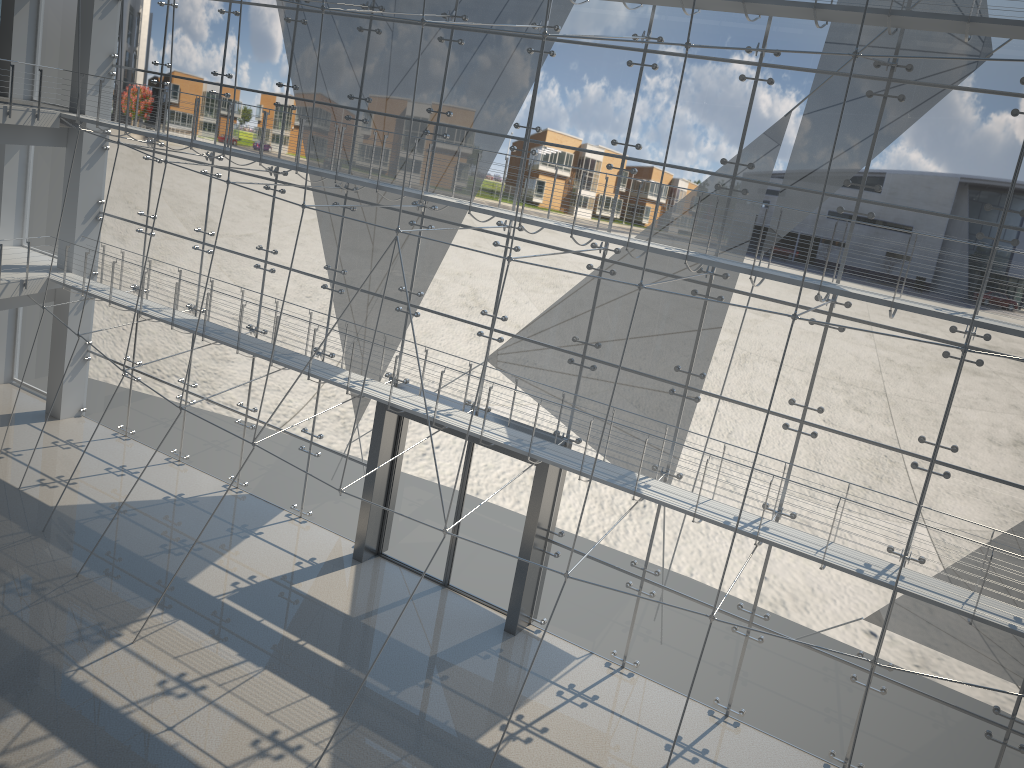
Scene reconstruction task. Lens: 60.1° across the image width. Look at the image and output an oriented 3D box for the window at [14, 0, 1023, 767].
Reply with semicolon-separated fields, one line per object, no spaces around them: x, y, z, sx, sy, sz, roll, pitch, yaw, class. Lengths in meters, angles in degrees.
0.019;-0.780;2.181;3.880;2.736;0.010;18;13;27;window
